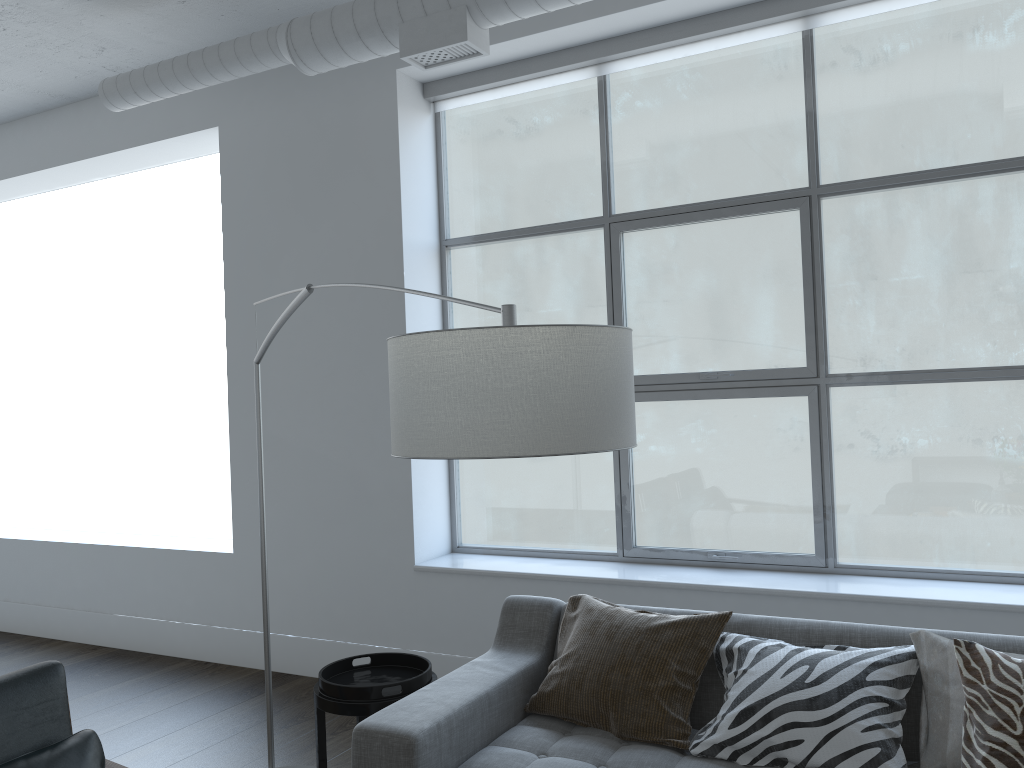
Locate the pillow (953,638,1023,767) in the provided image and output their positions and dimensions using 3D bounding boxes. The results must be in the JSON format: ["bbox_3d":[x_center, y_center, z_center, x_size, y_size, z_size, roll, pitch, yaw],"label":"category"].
[{"bbox_3d":[1.270,0.772,1.928,0.576,0.340,0.271,-3,-1,32],"label":"pillow"}]

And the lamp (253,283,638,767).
[{"bbox_3d":[-0.382,0.536,2.327,0.432,1.738,2.162,-2,-1,-28],"label":"lamp"}]

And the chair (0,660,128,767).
[{"bbox_3d":[-1.000,1.079,1.928,0.983,0.698,0.678,-3,-1,28],"label":"chair"}]

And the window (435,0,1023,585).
[{"bbox_3d":[1.660,-0.419,3.392,4.566,2.340,0.107,-3,-1,28],"label":"window"}]

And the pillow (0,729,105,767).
[{"bbox_3d":[-1.171,1.040,2.027,0.246,0.293,0.612,-3,-1,28],"label":"pillow"}]

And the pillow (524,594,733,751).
[{"bbox_3d":[0.323,0.838,2.628,0.597,0.338,0.298,-3,-1,38],"label":"pillow"}]

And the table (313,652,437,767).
[{"bbox_3d":[-0.412,1.149,2.742,0.379,0.536,0.379,-1,-1,-45],"label":"table"}]

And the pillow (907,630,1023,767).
[{"bbox_3d":[1.290,0.799,2.109,0.663,0.318,0.254,-3,-1,29],"label":"pillow"}]

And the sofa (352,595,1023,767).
[{"bbox_3d":[0.927,1.011,2.109,2.541,0.684,0.991,-3,-1,28],"label":"sofa"}]

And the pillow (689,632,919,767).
[{"bbox_3d":[0.770,0.847,2.338,0.578,0.283,0.346,-3,-1,28],"label":"pillow"}]

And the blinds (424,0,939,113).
[{"bbox_3d":[1.174,-1.501,3.573,3.613,0.130,0.086,-3,-1,28],"label":"blinds"}]
